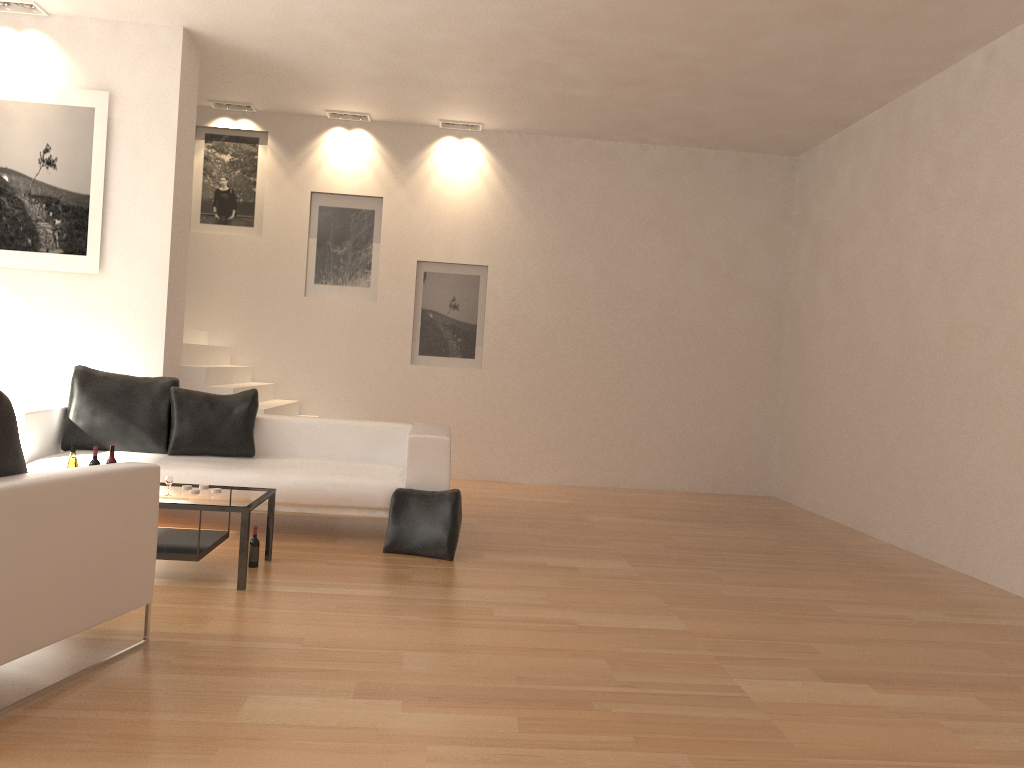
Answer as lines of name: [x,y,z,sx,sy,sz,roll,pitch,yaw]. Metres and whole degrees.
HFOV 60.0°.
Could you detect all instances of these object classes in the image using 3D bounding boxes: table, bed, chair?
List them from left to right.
chair: [-2.376,0.639,3.239,1.671,0.761,1.262,4,1,11]
table: [-2.162,0.806,4.835,1.566,0.460,0.709,4,1,-4]
bed: [-1.988,0.610,6.386,3.075,0.761,1.262,4,1,-4]

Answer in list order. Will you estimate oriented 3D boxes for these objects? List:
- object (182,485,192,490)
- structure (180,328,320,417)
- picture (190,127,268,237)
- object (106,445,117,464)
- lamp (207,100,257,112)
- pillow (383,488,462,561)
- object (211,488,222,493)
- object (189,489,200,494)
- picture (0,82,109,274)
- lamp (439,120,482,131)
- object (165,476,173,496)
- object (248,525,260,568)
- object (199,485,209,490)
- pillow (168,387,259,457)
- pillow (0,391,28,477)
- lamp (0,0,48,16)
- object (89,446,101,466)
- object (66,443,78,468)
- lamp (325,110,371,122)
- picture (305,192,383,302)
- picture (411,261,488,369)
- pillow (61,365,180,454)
object: [-1.812,0.578,4.945,0.052,0.021,0.052,3,1,-27]
structure: [-3.687,0.137,8.405,4.625,1.403,1.839,4,1,-4]
picture: [-2.995,-2.139,9.391,0.802,1.155,0.005,4,1,-4]
object: [-2.180,0.456,4.823,0.057,0.248,0.057,4,1,14]
lamp: [-2.890,-2.952,9.183,0.446,0.166,0.243,4,1,-4]
pillow: [-0.560,0.901,5.748,0.503,0.457,0.340,4,1,14]
object: [-1.636,0.590,4.911,0.052,0.021,0.052,3,1,-27]
object: [-1.726,0.586,4.825,0.052,0.021,0.052,4,1,18]
picture: [-3.696,-1.612,6.936,0.979,1.431,0.004,4,1,-4]
lamp: [-0.537,-2.800,9.356,0.446,0.166,0.243,4,1,-4]
object: [-1.841,0.547,4.760,0.039,0.101,0.039,5,1,44]
object: [-1.470,0.930,5.056,0.059,0.244,0.059,3,1,-28]
object: [-1.740,0.582,5.007,0.052,0.021,0.052,3,1,-27]
pillow: [-2.195,0.280,6.531,0.628,0.524,0.270,3,1,-21]
pillow: [-1.915,0.334,3.004,0.506,0.666,0.324,4,1,-14]
lamp: [-3.835,-2.973,6.796,0.446,0.166,0.243,4,1,-4]
object: [-2.226,0.455,4.727,0.059,0.244,0.059,4,1,-4]
object: [-2.337,0.441,4.712,0.068,0.257,0.067,4,1,14]
lamp: [-1.705,-2.875,9.270,0.446,0.166,0.243,4,1,-4]
picture: [-1.794,-1.463,9.493,0.802,1.155,0.005,4,1,-4]
picture: [-0.676,-0.740,9.589,0.802,1.155,0.005,4,1,-4]
pillow: [-2.838,0.215,6.461,0.755,0.666,0.346,3,1,-18]
